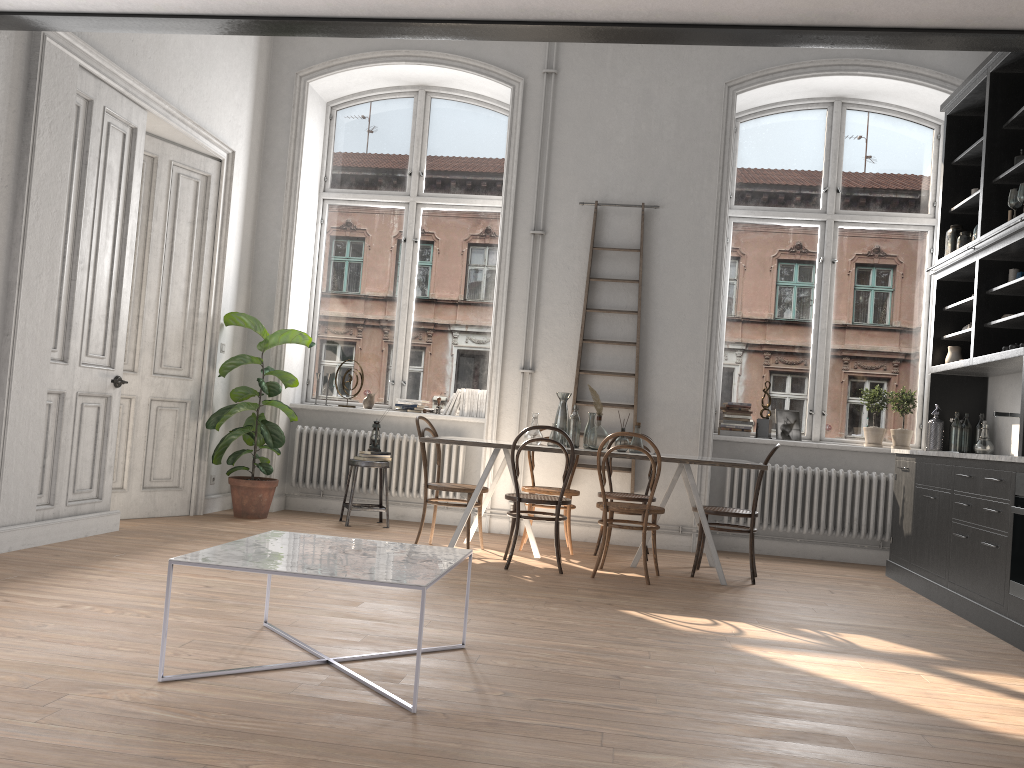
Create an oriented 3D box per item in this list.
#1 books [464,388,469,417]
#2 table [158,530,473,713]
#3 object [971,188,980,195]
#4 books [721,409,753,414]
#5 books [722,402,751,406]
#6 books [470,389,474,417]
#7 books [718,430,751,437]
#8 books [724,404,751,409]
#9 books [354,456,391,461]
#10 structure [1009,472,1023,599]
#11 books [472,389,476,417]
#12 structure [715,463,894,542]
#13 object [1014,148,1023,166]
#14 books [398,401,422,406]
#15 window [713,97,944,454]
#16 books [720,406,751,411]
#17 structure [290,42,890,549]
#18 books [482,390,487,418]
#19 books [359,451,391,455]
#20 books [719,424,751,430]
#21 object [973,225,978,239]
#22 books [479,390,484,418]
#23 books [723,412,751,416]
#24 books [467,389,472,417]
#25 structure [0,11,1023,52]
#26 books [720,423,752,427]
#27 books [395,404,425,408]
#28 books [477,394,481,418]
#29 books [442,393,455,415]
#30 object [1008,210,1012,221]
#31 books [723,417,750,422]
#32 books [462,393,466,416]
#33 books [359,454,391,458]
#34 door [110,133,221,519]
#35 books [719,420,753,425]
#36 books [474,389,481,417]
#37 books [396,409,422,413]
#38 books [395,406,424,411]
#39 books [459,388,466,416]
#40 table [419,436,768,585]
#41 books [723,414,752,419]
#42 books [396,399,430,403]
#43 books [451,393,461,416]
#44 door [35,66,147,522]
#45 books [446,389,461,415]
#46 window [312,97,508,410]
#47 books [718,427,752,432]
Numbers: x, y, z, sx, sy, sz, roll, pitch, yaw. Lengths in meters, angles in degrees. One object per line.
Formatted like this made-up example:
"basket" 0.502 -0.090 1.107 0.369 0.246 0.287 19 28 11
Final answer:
"books" -0.384 0.165 7.768 0.024 0.243 0.175 4 -2 8
"table" -0.647 0.812 3.214 0.849 0.392 0.849 4 -2 8
"object" 3.405 -1.358 6.512 0.059 0.135 0.082 3 -3 35
"books" 1.891 0.233 7.471 0.243 0.019 0.174 4 -3 8
"books" 1.897 0.170 7.482 0.201 0.024 0.159 5 -3 -2
"books" -0.340 0.169 7.789 0.019 0.243 0.174 4 -2 8
"books" 1.864 0.418 7.454 0.248 0.043 0.192 4 -3 8
"books" 1.899 0.191 7.472 0.205 0.020 0.155 4 -3 8
"books" -1.143 0.614 7.285 0.246 0.034 0.194 7 -3 -42
"structure" 2.816 0.770 4.233 0.618 0.623 0.622 4 -2 8
"books" -0.318 0.171 7.791 0.024 0.243 0.175 4 -2 8
"structure" 2.470 0.950 7.205 1.577 0.552 0.194 4 -2 7
"object" 3.307 -1.431 5.755 0.084 0.199 0.065 3 -2 30
"books" -0.898 0.172 7.816 0.205 0.020 0.155 5 -3 -2
"window" 9.633 -4.672 9.902 14.384 15.930 26.409 4 -2 8
"books" 1.884 0.212 7.473 0.231 0.023 0.162 3 -3 23
"structure" 0.775 -0.934 7.434 5.181 4.472 0.340 4 -2 8
"books" -0.229 0.177 7.759 0.024 0.243 0.175 4 -2 8
"books" -1.125 0.567 7.288 0.147 0.027 0.221 2 -3 40
"books" 1.871 0.362 7.455 0.249 0.023 0.175 4 -3 8
"object" 3.186 -1.134 5.964 0.134 0.357 0.134 6 -3 -37
"books" -0.252 0.176 7.782 0.024 0.243 0.175 4 -2 8
"books" 1.894 0.254 7.469 0.205 0.022 0.155 4 -3 3
"books" -0.361 0.167 7.774 0.019 0.243 0.174 4 -2 8
"structure" -0.002 -2.079 1.501 5.926 1.212 4.159 4 -3 8
"books" 1.884 0.345 7.469 0.255 0.014 0.193 4 -3 11
"books" -0.900 0.194 7.827 0.221 0.023 0.147 3 -3 23
"books" -0.279 0.192 7.764 0.020 0.205 0.155 4 -2 8
"books" -0.543 0.177 7.801 0.105 0.194 0.155 4 -2 7
"object" 3.209 -1.045 5.716 0.123 0.161 0.123 4 -2 16
"books" 1.891 0.299 7.467 0.205 0.022 0.155 3 -3 22
"books" -0.406 0.183 7.781 0.020 0.205 0.155 4 -2 8
"books" -1.129 0.589 7.287 0.232 0.029 0.163 5 -3 -22
"door" -2.680 -0.414 6.555 0.216 2.813 1.097 3 -2 32
"books" 1.885 0.324 7.471 0.245 0.028 0.193 4 -3 3
"books" -0.299 0.171 7.766 0.019 0.243 0.174 4 -2 8
"books" -0.911 0.238 7.831 0.147 0.023 0.221 6 -3 -34
"books" -0.904 0.215 7.828 0.205 0.022 0.155 3 -3 27
"books" -0.428 0.163 7.805 0.024 0.243 0.175 4 -2 8
"table" 0.528 0.841 6.131 2.200 0.779 1.100 4 -2 8
"books" 1.897 0.277 7.473 0.222 0.024 0.158 4 -3 8
"books" -0.874 0.150 7.834 0.243 0.019 0.174 4 -3 17
"books" -0.479 0.178 7.790 0.072 0.203 0.155 4 -2 8
"door" -2.663 -0.465 5.382 0.216 2.813 1.097 4 -2 9
"books" -0.503 0.160 7.793 0.100 0.235 0.174 4 -2 8
"window" -0.926 -1.215 8.077 1.622 2.842 0.013 4 -2 7
"books" 1.869 0.385 7.454 0.249 0.023 0.175 4 -3 3
